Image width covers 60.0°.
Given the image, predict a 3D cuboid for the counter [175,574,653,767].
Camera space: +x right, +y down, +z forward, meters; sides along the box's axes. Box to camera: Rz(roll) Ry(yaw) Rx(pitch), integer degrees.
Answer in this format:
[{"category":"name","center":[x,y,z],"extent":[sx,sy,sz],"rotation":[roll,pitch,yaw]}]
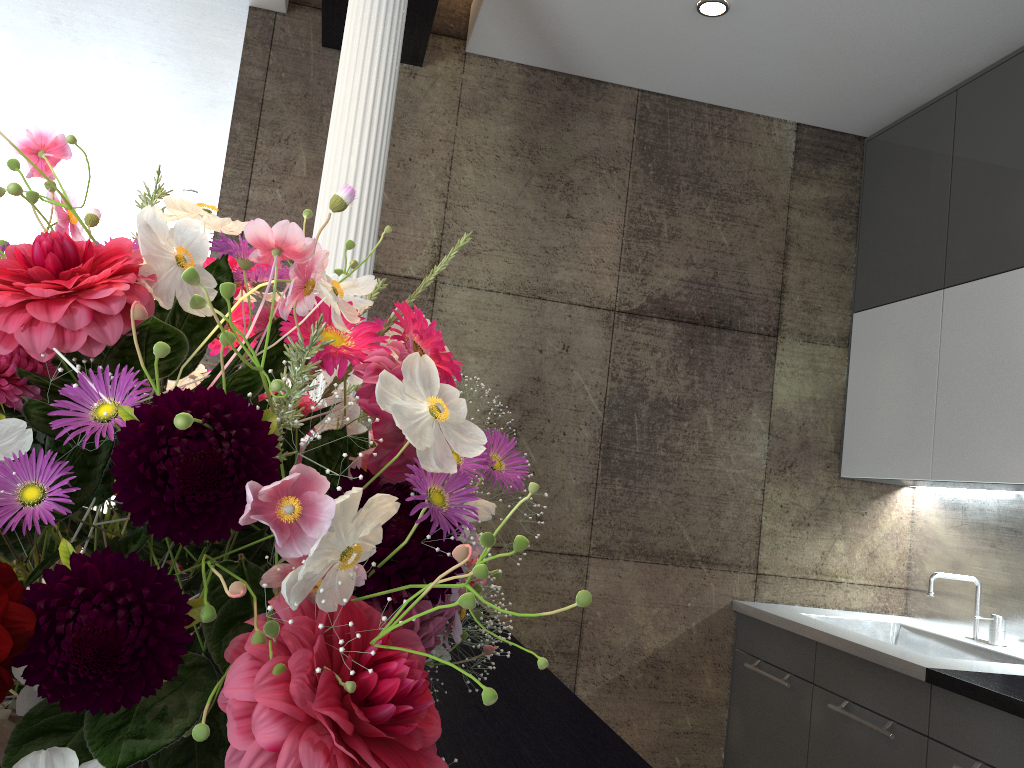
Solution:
[{"category":"counter","center":[-0.210,0.428,0.661],"extent":[1.000,0.040,3.700],"rotation":[8,-6,-11]}]

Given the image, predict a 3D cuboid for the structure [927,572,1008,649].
[{"category":"structure","center":[1.655,0.825,3.216],"extent":[0.224,0.249,0.183],"rotation":[8,-6,-11]}]

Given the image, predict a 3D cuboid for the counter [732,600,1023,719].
[{"category":"counter","center":[1.666,0.916,1.992],"extent":[0.807,0.223,3.597],"rotation":[8,-6,-11]}]

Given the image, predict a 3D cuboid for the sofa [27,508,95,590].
[{"category":"sofa","center":[-3.619,1.037,5.885],"extent":[1.021,0.950,2.581],"rotation":[8,-6,-11]}]

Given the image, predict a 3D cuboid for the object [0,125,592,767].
[{"category":"object","center":[-0.260,0.119,0.613],"extent":[0.570,0.552,0.544],"rotation":[7,-6,-5]}]

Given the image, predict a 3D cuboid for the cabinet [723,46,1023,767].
[{"category":"cabinet","center":[2.133,0.069,0.206],"extent":[0.827,2.980,7.409],"rotation":[8,-6,-11]}]
